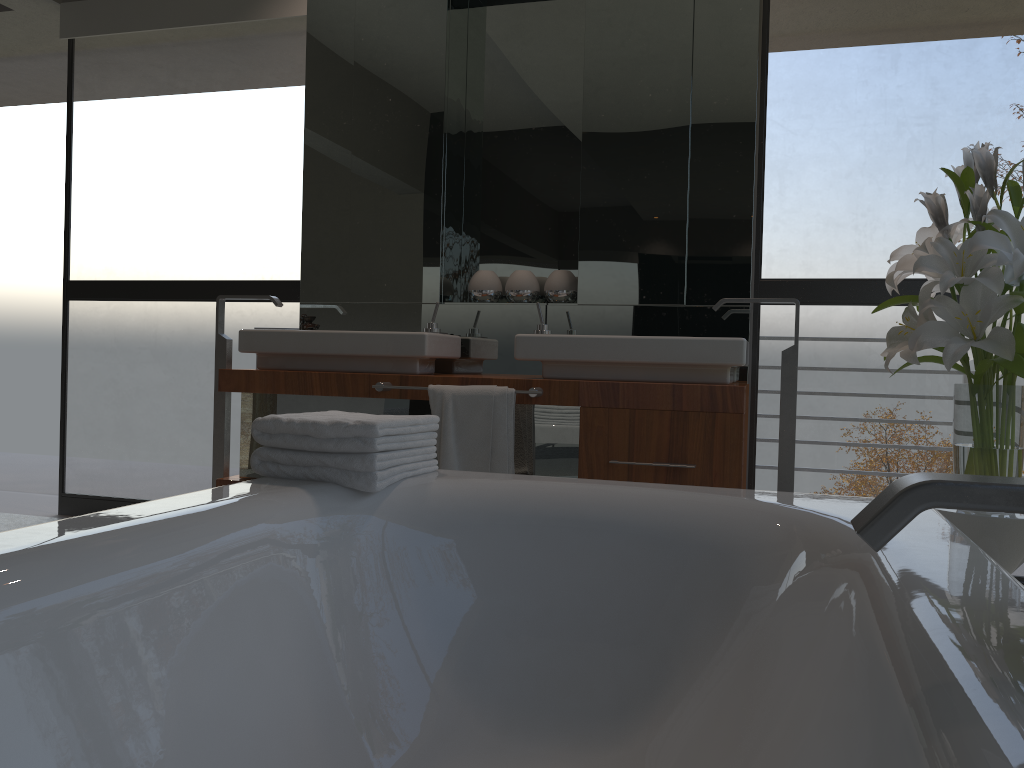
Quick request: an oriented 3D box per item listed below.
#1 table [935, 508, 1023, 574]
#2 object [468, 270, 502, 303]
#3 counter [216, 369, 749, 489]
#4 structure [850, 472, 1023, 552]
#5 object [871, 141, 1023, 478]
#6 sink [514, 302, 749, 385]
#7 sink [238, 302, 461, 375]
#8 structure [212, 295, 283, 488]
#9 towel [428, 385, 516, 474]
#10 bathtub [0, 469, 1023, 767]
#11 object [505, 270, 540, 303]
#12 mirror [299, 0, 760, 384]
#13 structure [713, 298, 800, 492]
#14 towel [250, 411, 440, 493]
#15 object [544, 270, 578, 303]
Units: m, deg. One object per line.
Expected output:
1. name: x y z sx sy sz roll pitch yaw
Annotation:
1. table: 1.015 0.502 1.905 0.307 0.478 0.307 2 1 0
2. object: -0.106 -0.382 3.511 0.136 0.130 0.136 1 1 -31
3. counter: -0.136 0.325 3.135 1.848 0.704 0.525 2 1 17
4. structure: 0.487 0.314 0.824 0.330 0.884 0.402 2 1 17
5. object: 1.031 -0.135 1.911 0.460 0.796 0.450 2 1 44
6. sink: 0.416 -0.142 3.021 0.750 0.266 0.352 2 1 17
7. sink: -0.601 -0.177 3.324 0.750 0.266 0.352 2 1 17
8. structure: -1.037 0.154 3.423 0.303 0.988 0.069 2 1 17
9. towel: -0.137 0.186 2.853 0.302 0.368 0.079 2 1 17
10. bathtub: -0.085 0.479 1.041 1.327 0.504 1.958 2 1 17
11. object: 0.041 -0.377 3.467 0.136 0.130 0.136 1 1 -31
12. mirror: 0.030 -0.828 3.485 1.790 1.617 0.253 2 1 17
13. structure: 0.792 0.218 2.878 0.303 0.988 0.069 2 1 17
14. towel: -0.360 0.139 1.953 0.305 0.145 0.322 2 1 20
15. object: 0.192 -0.371 3.422 0.136 0.130 0.136 1 1 -31
